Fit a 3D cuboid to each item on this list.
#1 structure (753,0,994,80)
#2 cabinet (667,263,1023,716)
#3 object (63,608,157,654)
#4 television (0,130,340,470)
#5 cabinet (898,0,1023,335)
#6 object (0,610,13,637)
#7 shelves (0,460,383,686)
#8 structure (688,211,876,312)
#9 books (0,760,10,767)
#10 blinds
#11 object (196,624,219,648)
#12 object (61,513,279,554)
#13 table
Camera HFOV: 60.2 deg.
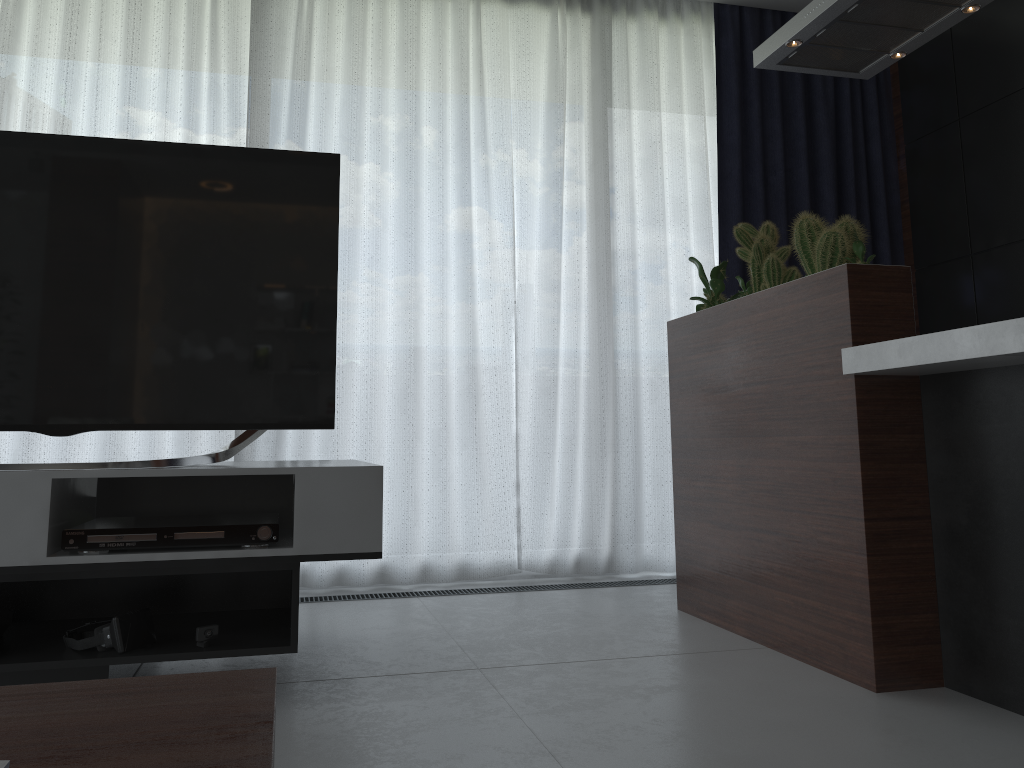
[{"bbox_3d":[1.158,-1.482,2.608,0.446,0.769,1.033,1,-6,-14],"label":"structure"},{"bbox_3d":[1.290,-0.635,1.638,0.786,2.581,3.301,2,-6,-14],"label":"cabinet"},{"bbox_3d":[-0.869,0.523,1.888,0.183,0.080,0.116,-2,-6,16],"label":"object"},{"bbox_3d":[-1.040,-0.201,2.087,1.229,0.796,0.294,1,-8,-14],"label":"television"},{"bbox_3d":[2.600,-0.592,2.496,0.705,2.583,3.443,2,-6,-14],"label":"cabinet"},{"bbox_3d":[-1.262,0.527,1.843,0.314,0.068,0.311,0,-4,-14],"label":"object"},{"bbox_3d":[-1.531,0.454,2.073,2.348,0.505,0.864,0,-5,-14],"label":"shelves"},{"bbox_3d":[0.744,-0.372,2.623,0.222,0.289,0.990,1,-4,-12],"label":"structure"},{"bbox_3d":[2.689,0.420,2.316,8.211,0.377,0.402,2,-7,-35],"label":"books"},{"bbox_3d":[-0.303,-0.823,0.247,5.796,2.805,7.065,0,-5,-11],"label":"blinds"},{"bbox_3d":[-0.649,0.537,1.881,0.044,0.044,0.043,1,-6,-14],"label":"object"},{"bbox_3d":[-0.752,0.337,2.013,0.430,0.053,0.332,0,-4,-14],"label":"object"},{"bbox_3d":[-0.514,0.407,0.342,0.800,0.357,0.797,1,-5,-14],"label":"table"}]
